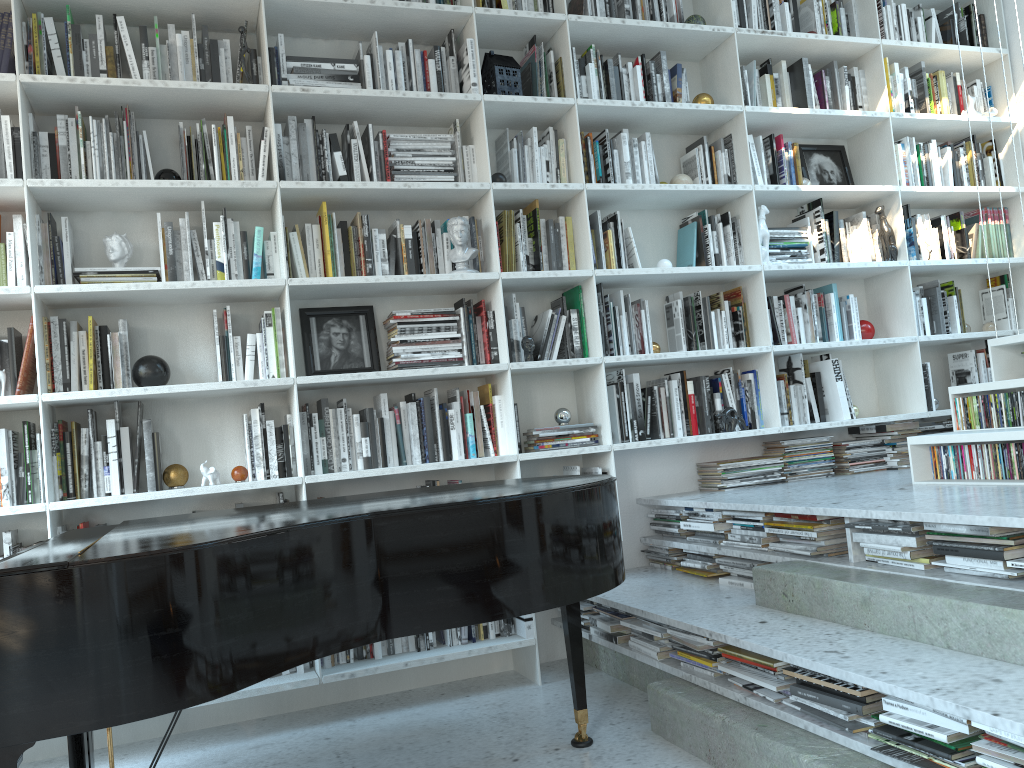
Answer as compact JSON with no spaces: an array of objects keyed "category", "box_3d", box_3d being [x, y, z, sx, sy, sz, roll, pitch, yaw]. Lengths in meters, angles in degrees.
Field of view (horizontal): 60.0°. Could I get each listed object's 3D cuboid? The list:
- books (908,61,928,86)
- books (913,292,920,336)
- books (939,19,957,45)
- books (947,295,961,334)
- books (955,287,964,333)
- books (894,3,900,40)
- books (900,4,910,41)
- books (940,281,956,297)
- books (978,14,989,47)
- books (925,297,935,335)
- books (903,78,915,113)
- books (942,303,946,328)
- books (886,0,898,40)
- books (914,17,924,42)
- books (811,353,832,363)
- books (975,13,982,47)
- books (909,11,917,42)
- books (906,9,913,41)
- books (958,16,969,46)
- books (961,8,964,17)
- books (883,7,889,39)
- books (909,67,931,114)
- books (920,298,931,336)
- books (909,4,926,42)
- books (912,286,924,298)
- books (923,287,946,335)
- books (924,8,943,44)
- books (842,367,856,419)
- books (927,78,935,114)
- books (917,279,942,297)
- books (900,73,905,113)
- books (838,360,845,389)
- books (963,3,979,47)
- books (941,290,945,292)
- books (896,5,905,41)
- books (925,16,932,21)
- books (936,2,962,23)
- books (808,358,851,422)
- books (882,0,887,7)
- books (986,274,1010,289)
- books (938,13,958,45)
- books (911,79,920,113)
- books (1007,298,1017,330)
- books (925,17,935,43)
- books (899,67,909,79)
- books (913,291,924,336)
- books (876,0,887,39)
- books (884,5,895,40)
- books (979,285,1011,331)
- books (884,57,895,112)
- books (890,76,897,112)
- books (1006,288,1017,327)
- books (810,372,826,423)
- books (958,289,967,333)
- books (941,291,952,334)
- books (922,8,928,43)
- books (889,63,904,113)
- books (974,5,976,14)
[{"category":"books","box_3d":[2.070,-1.481,4.556,0.022,0.296,0.152,-5,-4,-20]},{"category":"books","box_3d":[1.994,-0.337,4.507,0.037,0.236,0.153,-5,-4,-20]},{"category":"books","box_3d":[2.289,-1.808,4.734,0.024,0.193,0.186,-5,-4,-20]},{"category":"books","box_3d":[2.234,-0.340,4.585,0.021,0.205,0.175,-5,-4,-20]},{"category":"books","box_3d":[2.271,-0.365,4.621,0.012,0.254,0.161,-5,-4,-20]},{"category":"books","box_3d":[1.956,-1.823,4.636,0.027,0.275,0.148,-5,-4,-20]},{"category":"books","box_3d":[2.004,-1.821,4.649,0.029,0.264,0.179,-5,-4,-20]},{"category":"books","box_3d":[2.242,-0.379,4.600,0.011,0.284,0.161,-5,-4,-20]},{"category":"books","box_3d":[2.489,-1.845,4.807,0.025,0.237,0.187,-5,-4,-20]},{"category":"books","box_3d":[2.092,-0.329,4.550,0.025,0.208,0.149,-5,-4,-20]},{"category":"books","box_3d":[1.955,-1.422,4.500,0.024,0.193,0.190,-5,-4,-20]},{"category":"books","box_3d":[2.155,-0.330,4.574,0.027,0.200,0.164,-5,-4,-20]},{"category":"books","box_3d":[1.926,-1.837,4.617,0.012,0.306,0.184,-5,-4,-20]},{"category":"books","box_3d":[2.105,-1.801,4.686,0.026,0.208,0.163,-5,-4,-20]},{"category":"books","box_3d":[1.527,0.021,4.327,0.012,0.326,0.136,-5,-3,-20]},{"category":"books","box_3d":[2.466,-1.848,4.812,0.014,0.248,0.185,-5,-4,-20]},{"category":"books","box_3d":[2.067,-1.812,4.671,0.025,0.237,0.144,-5,-4,-20]},{"category":"books","box_3d":[2.039,-1.816,4.670,0.027,0.249,0.155,-5,-4,-20]},{"category":"books","box_3d":[2.369,-1.826,4.761,0.012,0.216,0.192,-5,-4,-20]},{"category":"books","box_3d":[2.400,-1.864,4.805,0.012,0.292,0.140,-5,-4,-20]},{"category":"books","box_3d":[1.873,-1.795,4.585,0.022,0.229,0.175,-5,-4,-20]},{"category":"books","box_3d":[2.053,-1.459,4.543,0.023,0.253,0.189,-5,-4,-20]},{"category":"books","box_3d":[2.049,-0.324,4.521,0.029,0.201,0.172,-5,-4,-20]},{"category":"books","box_3d":[2.124,-1.840,4.704,0.012,0.285,0.159,-5,-4,-20]},{"category":"books","box_3d":[2.064,-0.356,4.550,0.024,0.267,0.133,-5,-4,-20]},{"category":"books","box_3d":[2.123,-0.354,4.535,0.027,0.248,0.184,-5,-4,-20]},{"category":"books","box_3d":[2.233,-1.844,4.745,0.069,0.277,0.132,-5,-4,-20]},{"category":"books","box_3d":[1.592,0.041,4.335,0.062,0.274,0.148,-5,-4,-20]},{"category":"books","box_3d":[2.090,-1.437,4.563,0.014,0.206,0.184,-5,-4,-20]},{"category":"books","box_3d":[2.169,-0.379,4.584,0.013,0.297,0.141,-5,-4,-20]},{"category":"books","box_3d":[1.917,-1.433,4.494,0.049,0.223,0.161,-5,-4,-20]},{"category":"books","box_3d":[1.554,0.036,4.312,0.025,0.287,0.160,-5,-4,-20]},{"category":"books","box_3d":[2.423,-1.865,4.780,0.014,0.286,0.190,-5,-4,-20]},{"category":"books","box_3d":[2.200,-0.354,4.604,0.027,0.242,0.132,-5,-4,-20]},{"category":"books","box_3d":[1.981,-1.817,4.640,0.022,0.259,0.163,-5,-4,-20]},{"category":"books","box_3d":[2.203,-1.821,4.736,0.010,0.235,0.131,-5,-4,-20]},{"category":"books","box_3d":[2.368,-1.873,4.790,0.014,0.313,0.162,-5,-4,-20]},{"category":"books","box_3d":[1.492,0.036,4.252,0.075,0.291,0.255,-5,-4,-20]},{"category":"books","box_3d":[1.909,-1.845,4.627,0.012,0.326,0.151,-5,-4,-20]},{"category":"books","box_3d":[2.627,-0.422,4.763,0.013,0.315,0.129,-5,-3,-20]},{"category":"books","box_3d":[2.324,-1.837,4.767,0.068,0.247,0.160,-5,-4,-20]},{"category":"books","box_3d":[2.026,-1.434,4.551,0.025,0.211,0.135,-5,-4,-20]},{"category":"books","box_3d":[2.602,-0.354,4.729,0.028,0.181,0.167,-5,-4,-20]},{"category":"books","box_3d":[2.177,-1.808,4.712,0.057,0.212,0.163,-5,-4,-20]},{"category":"books","box_3d":[1.968,-1.456,4.524,0.023,0.263,0.158,-5,-4,-20]},{"category":"books","box_3d":[2.021,-0.342,4.518,0.022,0.242,0.151,-5,-4,-20]},{"category":"books","box_3d":[1.856,-1.814,4.577,0.012,0.269,0.185,-5,-4,-20]},{"category":"books","box_3d":[1.903,-1.804,4.604,0.023,0.243,0.183,-5,-4,-20]},{"category":"books","box_3d":[2.576,-0.388,4.731,0.012,0.254,0.161,-5,-4,-20]},{"category":"books","box_3d":[1.840,-1.463,4.466,0.010,0.294,0.183,-5,-4,-20]},{"category":"books","box_3d":[1.861,-1.420,4.470,0.024,0.205,0.166,-5,-4,-20]},{"category":"books","box_3d":[2.617,-0.383,4.748,0.022,0.237,0.152,-5,-4,-20]},{"category":"books","box_3d":[1.431,0.070,4.272,0.031,0.239,0.172,-5,-4,-20]},{"category":"books","box_3d":[2.285,-0.360,4.621,0.013,0.239,0.166,-5,-4,-20]},{"category":"books","box_3d":[2.187,-0.348,4.581,0.014,0.230,0.172,-5,-4,-20]},{"category":"books","box_3d":[2.139,-1.831,4.704,0.015,0.263,0.143,-5,-4,-20]},{"category":"books","box_3d":[1.884,-1.451,4.472,0.026,0.263,0.189,-5,-4,-20]},{"category":"books","box_3d":[2.493,-1.884,4.844,0.014,0.318,0.144,-5,-4,-20]}]
